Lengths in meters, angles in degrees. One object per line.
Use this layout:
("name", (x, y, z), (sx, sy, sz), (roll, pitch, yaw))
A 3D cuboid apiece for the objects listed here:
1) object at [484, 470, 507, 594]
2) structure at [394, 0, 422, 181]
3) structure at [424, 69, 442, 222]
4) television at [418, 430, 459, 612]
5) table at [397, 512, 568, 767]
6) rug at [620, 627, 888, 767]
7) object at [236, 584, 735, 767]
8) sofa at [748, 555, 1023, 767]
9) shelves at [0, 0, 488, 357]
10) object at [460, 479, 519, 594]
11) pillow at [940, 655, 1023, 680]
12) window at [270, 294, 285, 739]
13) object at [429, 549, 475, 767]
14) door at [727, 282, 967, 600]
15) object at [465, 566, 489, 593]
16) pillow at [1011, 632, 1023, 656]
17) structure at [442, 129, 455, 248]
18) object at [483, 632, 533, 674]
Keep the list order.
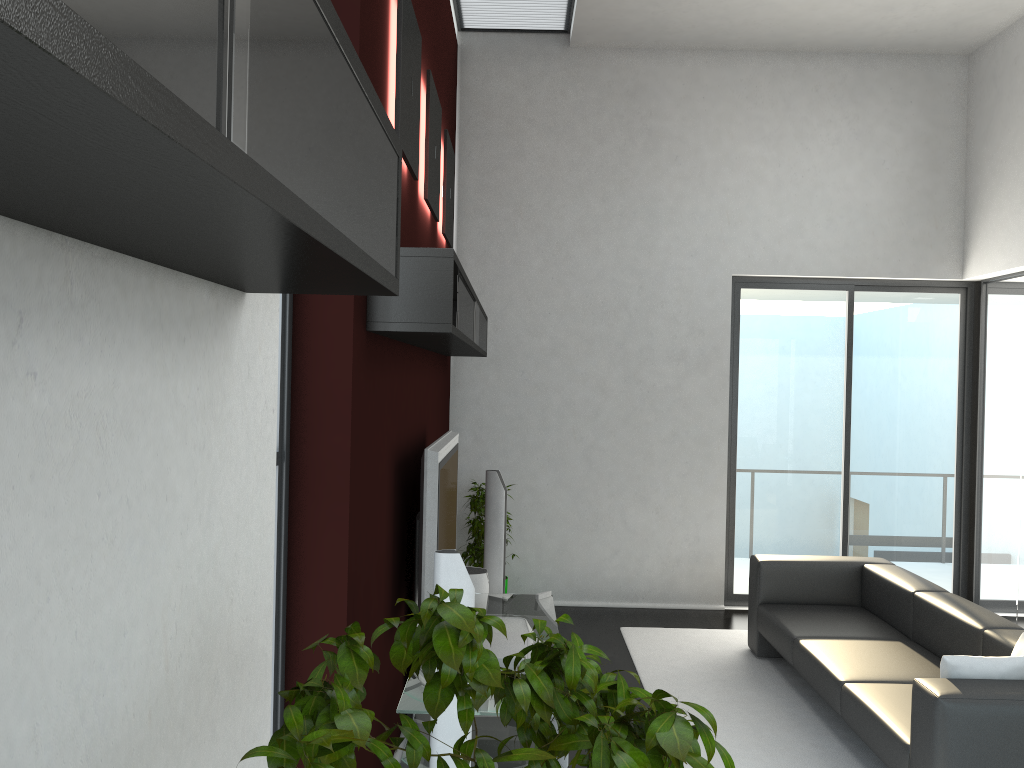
("object", (-0.120, 1.185, 6.296), (0.215, 1.141, 0.228), (1, 0, 15))
("structure", (-0.464, -1.299, 3.859), (0.055, 0.676, 0.678), (1, 0, 0))
("structure", (-0.457, -1.306, 4.967), (0.055, 0.676, 0.678), (1, 0, 0))
("television", (-0.384, 0.691, 4.699), (0.099, 0.807, 1.436), (1, 0, 0))
("table", (-0.126, 1.244, 4.725), (0.771, 1.093, 2.046), (1, 0, 0))
("rug", (1.716, 1.829, 4.700), (1.875, 0.009, 3.695), (1, 0, 0))
("object", (-0.038, 1.056, 1.302), (0.646, 1.515, 0.994), (1, 0, -8))
("sofa", (2.064, 1.494, 4.707), (0.943, 0.652, 2.781), (1, 0, 0))
("shelves", (-0.363, -0.337, 3.260), (0.305, 0.301, 6.988), (1, 0, 0))
("object", (-0.200, 1.241, 6.758), (0.507, 1.068, 0.599), (1, 0, -15))
("pillow", (1.929, 1.275, 3.656), (0.376, 0.358, 0.186), (1, 0, 2))
("window", (-0.744, -0.461, 2.463), (0.025, 4.400, 0.800), (1, 0, 0))
("object", (-0.225, 1.202, 3.348), (0.215, 1.141, 0.228), (1, 0, -15))
("door", (2.742, 0.489, 7.269), (1.900, 2.600, 0.050), (1, 0, 0))
("object", (-0.319, 1.508, 5.937), (0.323, 0.518, 0.286), (1, 0, 0))
("pillow", (2.198, 1.280, 3.754), (0.169, 0.361, 0.376), (1, 0, 2))
("structure", (-0.449, -1.313, 6.075), (0.055, 0.676, 0.678), (1, 0, 0))
("object", (-0.030, 1.328, 4.398), (0.273, 0.073, 0.439), (1, 0, 0))
